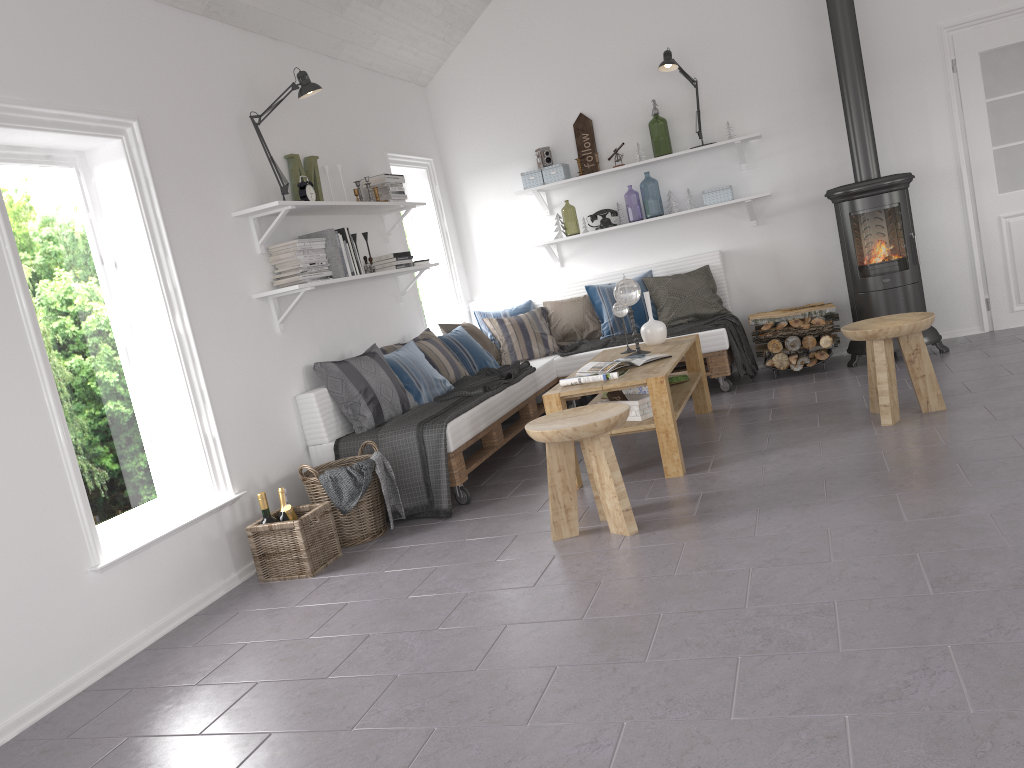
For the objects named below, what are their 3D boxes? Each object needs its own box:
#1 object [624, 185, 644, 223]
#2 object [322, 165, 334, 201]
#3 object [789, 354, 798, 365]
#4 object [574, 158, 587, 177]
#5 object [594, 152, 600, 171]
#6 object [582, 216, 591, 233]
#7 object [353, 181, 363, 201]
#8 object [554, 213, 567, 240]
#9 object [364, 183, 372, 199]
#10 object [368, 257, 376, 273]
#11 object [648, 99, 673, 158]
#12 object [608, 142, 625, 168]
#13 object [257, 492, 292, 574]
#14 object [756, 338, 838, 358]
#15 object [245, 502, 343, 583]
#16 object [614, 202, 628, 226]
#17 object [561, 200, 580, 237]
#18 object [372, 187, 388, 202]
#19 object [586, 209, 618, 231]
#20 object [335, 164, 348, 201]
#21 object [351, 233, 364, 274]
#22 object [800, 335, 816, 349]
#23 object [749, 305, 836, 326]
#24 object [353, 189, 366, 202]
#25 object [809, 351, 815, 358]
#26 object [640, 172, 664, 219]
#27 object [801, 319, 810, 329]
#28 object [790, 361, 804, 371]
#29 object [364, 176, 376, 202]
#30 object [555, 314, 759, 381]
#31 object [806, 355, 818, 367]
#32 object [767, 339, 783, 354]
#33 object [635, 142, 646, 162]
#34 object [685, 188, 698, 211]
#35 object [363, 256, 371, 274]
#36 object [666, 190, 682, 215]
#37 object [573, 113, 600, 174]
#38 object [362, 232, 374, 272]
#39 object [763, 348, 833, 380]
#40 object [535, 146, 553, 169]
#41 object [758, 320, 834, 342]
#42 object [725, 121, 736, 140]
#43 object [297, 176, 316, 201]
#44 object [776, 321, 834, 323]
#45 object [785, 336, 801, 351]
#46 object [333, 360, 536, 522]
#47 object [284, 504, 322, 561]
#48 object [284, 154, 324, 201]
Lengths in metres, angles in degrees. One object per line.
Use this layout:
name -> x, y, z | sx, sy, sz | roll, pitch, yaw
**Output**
object -> 0.894, -1.331, 6.547 | 0.111, 0.270, 0.111 | -6, 9, 37
object -> -1.068, -1.152, 5.216 | 0.084, 0.256, 0.084 | -14, 8, -12
object -> 1.969, -0.203, 6.189 | 0.057, 0.050, 0.561 | -9, 8, 19
object -> 0.507, -1.621, 6.622 | 0.085, 0.152, 0.085 | -5, 10, 43
object -> 0.638, -1.643, 6.594 | 0.052, 0.148, 0.052 | -15, 8, -19
object -> 0.546, -1.193, 6.635 | 0.072, 0.124, 0.068 | -12, 7, 4
object -> -0.910, -1.144, 5.300 | 0.055, 0.153, 0.055 | -12, 7, -3
object -> 0.365, -1.207, 6.751 | 0.113, 0.195, 0.107 | -8, 8, 26
object -> -0.880, -1.176, 5.497 | 0.055, 0.153, 0.055 | -14, 8, -13
object -> -0.832, -0.704, 5.269 | 0.032, 0.102, 0.058 | -10, 8, 14
object -> 1.058, -1.845, 6.403 | 0.136, 0.415, 0.136 | -18, 9, -37
object -> 0.775, -1.678, 6.552 | 0.092, 0.172, 0.177 | -14, 8, -13
object -> -1.064, 0.662, 3.923 | 0.095, 0.377, 0.095 | -17, 9, -34
object -> 1.968, -0.245, 6.137 | 0.539, 0.070, 0.101 | -9, 8, 20
object -> -0.970, 0.711, 3.971 | 0.276, 0.270, 0.276 | -9, 8, 19
object -> 0.805, -1.278, 6.653 | 0.127, 0.176, 0.007 | -9, 8, 25
object -> 0.438, -1.254, 6.699 | 0.111, 0.270, 0.111 | -6, 9, 37
object -> -0.825, -1.150, 5.417 | 0.124, 0.100, 0.124 | -6, 10, 42
object -> 0.681, -1.234, 6.654 | 0.203, 0.146, 0.171 | -5, 10, 43
object -> -1.002, -1.173, 5.269 | 0.084, 0.256, 0.084 | -14, 8, -12
object -> -0.925, -0.775, 5.340 | 0.085, 0.259, 0.085 | -14, 8, -12
object -> 2.049, -0.320, 6.152 | 0.102, 0.102, 0.561 | -10, 8, 18
object -> 1.891, -0.465, 6.001 | 0.571, 0.079, 0.115 | -9, 8, 20
object -> -0.901, -1.091, 5.154 | 0.088, 0.085, 0.088 | -6, 10, 42
object -> 2.075, -0.233, 6.148 | 0.046, 0.033, 0.425 | -9, 8, 19
object -> 1.017, -1.384, 6.490 | 0.137, 0.335, 0.137 | -11, 7, 8
object -> 2.012, -0.433, 6.094 | 0.059, 0.048, 0.529 | -9, 8, 19
object -> 1.998, -0.170, 6.199 | 0.095, 0.063, 0.562 | -9, 8, 20
object -> -0.855, -1.162, 5.320 | 0.066, 0.160, 0.066 | -11, 7, 6
object -> 0.995, -0.164, 6.361 | 1.449, 0.508, 0.716 | -11, 7, 9
object -> 2.096, -0.195, 6.182 | 0.096, 0.067, 0.467 | -9, 8, 19
object -> 1.852, -0.299, 6.245 | 0.103, 0.107, 0.516 | -10, 8, 18
object -> 0.925, -1.684, 6.449 | 0.075, 0.147, 0.075 | -14, 8, -14
object -> 1.289, -1.346, 6.445 | 0.088, 0.161, 0.093 | -8, 8, 29
object -> -0.869, -0.710, 5.313 | 0.032, 0.117, 0.058 | -8, 9, 30
object -> 1.173, -1.340, 6.518 | 0.103, 0.178, 0.097 | -14, 8, -17
object -> 0.558, -1.808, 6.695 | 0.154, 0.480, 0.053 | -9, 8, 24
object -> -0.870, -0.797, 5.419 | 0.085, 0.259, 0.085 | -14, 8, -12
object -> 2.011, -0.158, 6.219 | 0.456, 0.118, 0.478 | -9, 8, 19
object -> 0.253, -1.719, 6.742 | 0.121, 0.157, 0.117 | -15, 8, -21
object -> 1.915, -0.356, 5.985 | 0.480, 0.104, 0.126 | -9, 8, 21
object -> 1.536, -1.789, 6.272 | 0.072, 0.142, 0.073 | -18, 9, -38
object -> -1.104, -1.037, 4.767 | 0.050, 0.165, 0.120 | -9, 8, 19
object -> 2.030, -0.437, 6.310 | 0.483, 0.097, 0.123 | -9, 8, 21
object -> 1.951, -0.314, 6.185 | 0.110, 0.109, 0.463 | -10, 8, 17
object -> -0.337, 0.263, 5.211 | 0.685, 0.533, 1.892 | -10, 8, 19
object -> -0.931, 0.661, 3.929 | 0.095, 0.332, 0.284 | -12, 7, -1
object -> -1.159, -1.131, 4.997 | 0.052, 0.311, 0.330 | -9, 8, 19
